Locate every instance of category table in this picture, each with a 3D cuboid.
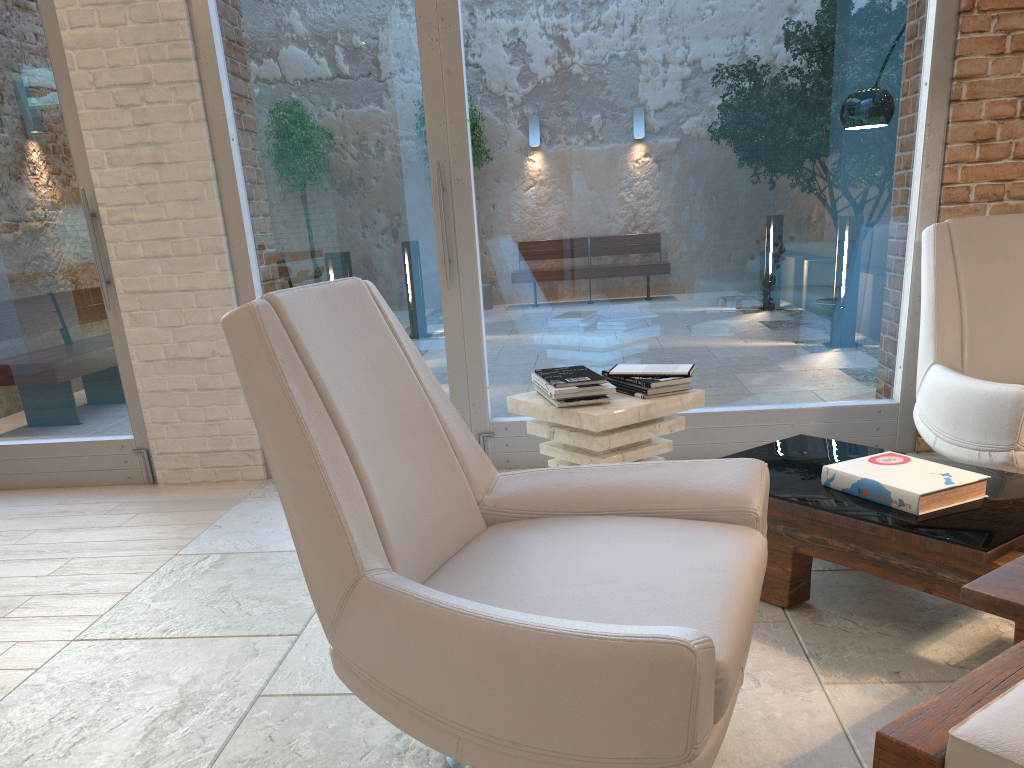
[{"bbox_3d":[1.305,0.454,2.097,2.162,0.451,1.916,-11,13,-33],"label":"table"},{"bbox_3d":[0.339,0.283,3.155,0.484,0.530,0.481,-14,19,-33],"label":"table"}]

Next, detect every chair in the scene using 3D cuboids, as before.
[{"bbox_3d":[0.001,0.299,1.802,0.969,1.067,0.979,2,17,21],"label":"chair"},{"bbox_3d":[1.881,-0.068,3.056,1.024,1.049,0.937,-7,16,-10],"label":"chair"}]

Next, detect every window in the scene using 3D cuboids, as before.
[{"bbox_3d":[-2.037,-2.718,3.391,12.346,6.756,0.610,-3,19,5],"label":"window"}]

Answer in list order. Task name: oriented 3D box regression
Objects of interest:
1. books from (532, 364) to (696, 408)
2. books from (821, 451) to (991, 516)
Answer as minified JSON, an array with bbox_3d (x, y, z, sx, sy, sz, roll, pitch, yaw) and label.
[{"bbox_3d":[0.378,-0.010,3.048,0.566,0.083,0.372,-6,11,-10],"label":"books"},{"bbox_3d":[1.043,0.259,2.329,0.252,0.059,0.315,-9,12,-24],"label":"books"}]
